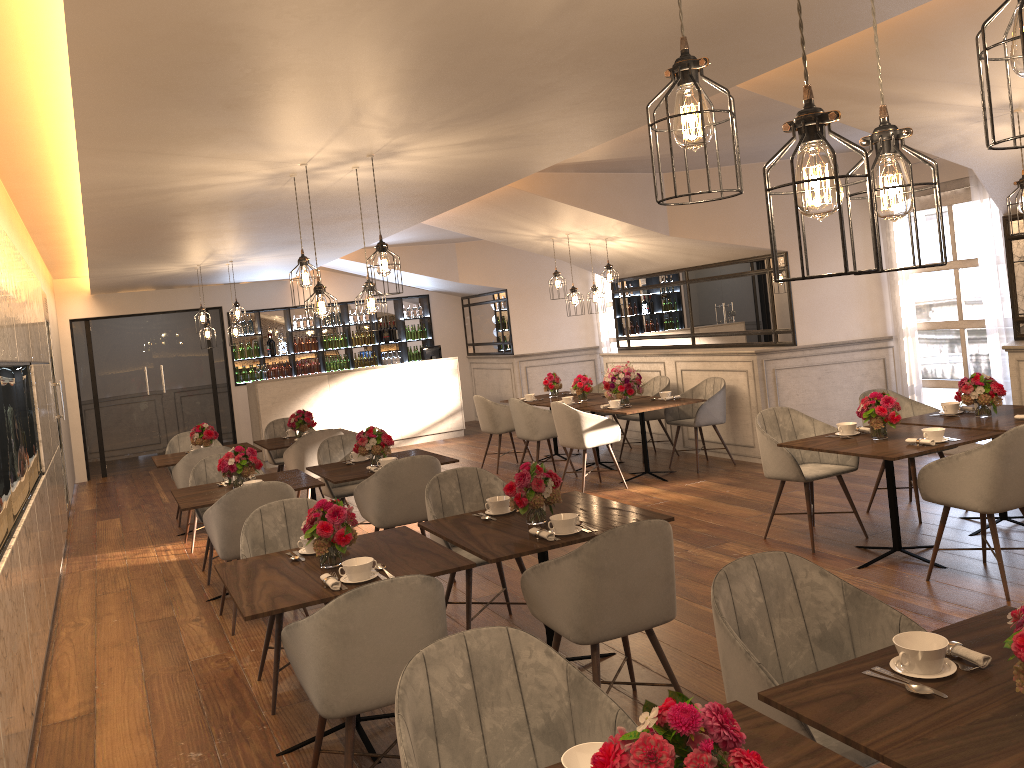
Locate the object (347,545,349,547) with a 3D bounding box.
[{"bbox_3d":[-0.785,0.722,4.039,0.056,0.039,0.175,-8,4,-25],"label":"object"}]

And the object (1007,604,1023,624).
[{"bbox_3d":[1.113,0.503,1.915,0.077,0.052,0.046,-4,3,27],"label":"object"}]

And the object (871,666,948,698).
[{"bbox_3d":[0.934,0.700,2.081,0.022,0.004,0.210,-8,5,-25],"label":"object"}]

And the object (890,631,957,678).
[{"bbox_3d":[0.989,0.655,2.137,0.148,0.072,0.149,-3,5,42],"label":"object"}]

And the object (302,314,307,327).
[{"bbox_3d":[-3.314,-1.008,14.140,0.069,0.208,0.040,-7,1,-25],"label":"object"}]

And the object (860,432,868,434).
[{"bbox_3d":[2.185,0.299,5.592,0.025,0.024,0.192,-7,4,-25],"label":"object"}]

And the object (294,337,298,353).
[{"bbox_3d":[-3.448,-0.618,14.098,0.065,0.261,0.066,-5,1,44],"label":"object"}]

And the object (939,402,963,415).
[{"bbox_3d":[2.958,0.165,5.968,0.148,0.072,0.149,-4,4,32],"label":"object"}]

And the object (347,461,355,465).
[{"bbox_3d":[-1.210,0.593,6.654,0.022,0.004,0.210,-8,5,-25],"label":"object"}]

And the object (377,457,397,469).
[{"bbox_3d":[-0.864,0.557,6.175,0.148,0.072,0.149,-5,4,17],"label":"object"}]

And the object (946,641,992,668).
[{"bbox_3d":[1.093,0.658,2.186,0.056,0.039,0.175,-8,4,-25],"label":"object"}]

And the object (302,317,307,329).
[{"bbox_3d":[-3.311,-0.972,14.141,0.070,0.190,0.041,-7,1,-26],"label":"object"}]

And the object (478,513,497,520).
[{"bbox_3d":[-0.118,0.648,4.324,0.022,0.004,0.210,-8,5,-25],"label":"object"}]

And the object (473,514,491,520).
[{"bbox_3d":[-0.153,0.646,4.316,0.043,0.015,0.197,-8,5,-29],"label":"object"}]

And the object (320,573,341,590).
[{"bbox_3d":[-0.699,0.759,3.406,0.056,0.039,0.175,-8,4,-25],"label":"object"}]

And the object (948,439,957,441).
[{"bbox_3d":[2.461,0.317,5.088,0.022,0.004,0.210,-8,5,-25],"label":"object"}]

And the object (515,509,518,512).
[{"bbox_3d":[0.015,0.617,4.406,0.025,0.024,0.192,-7,4,-25],"label":"object"}]

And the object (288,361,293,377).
[{"bbox_3d":[-3.523,-0.241,14.050,0.065,0.261,0.066,-5,1,44],"label":"object"}]

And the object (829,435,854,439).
[{"bbox_3d":[2.052,0.330,5.510,0.022,0.004,0.210,-8,5,-25],"label":"object"}]

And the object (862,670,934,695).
[{"bbox_3d":[0.899,0.699,2.072,0.043,0.015,0.197,-8,5,-29],"label":"object"}]

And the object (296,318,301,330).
[{"bbox_3d":[-3.401,-0.959,14.098,0.070,0.190,0.041,-7,1,-26],"label":"object"}]

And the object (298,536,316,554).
[{"bbox_3d":[-0.889,0.720,3.990,0.148,0.072,0.149,-3,5,42],"label":"object"}]

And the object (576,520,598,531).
[{"bbox_3d":[0.325,0.625,3.911,0.043,0.015,0.197,-8,5,-29],"label":"object"}]

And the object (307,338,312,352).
[{"bbox_3d":[-3.249,-0.646,14.192,0.065,0.261,0.066,-5,1,44],"label":"object"}]

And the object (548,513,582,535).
[{"bbox_3d":[0.228,0.611,3.845,0.148,0.072,0.149,-3,5,42],"label":"object"}]

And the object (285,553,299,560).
[{"bbox_3d":[-0.979,0.763,3.925,0.043,0.015,0.197,-8,5,-29],"label":"object"}]

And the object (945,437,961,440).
[{"bbox_3d":[2.495,0.307,5.097,0.043,0.015,0.197,-8,5,-29],"label":"object"}]

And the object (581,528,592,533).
[{"bbox_3d":[0.291,0.635,3.903,0.022,0.004,0.210,-8,5,-25],"label":"object"}]

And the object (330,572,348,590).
[{"bbox_3d":[-0.671,0.761,3.430,0.025,0.024,0.192,-7,4,-25],"label":"object"}]

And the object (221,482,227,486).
[{"bbox_3d":[-2.036,0.710,6.263,0.022,0.004,0.210,-8,5,-25],"label":"object"}]

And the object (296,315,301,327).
[{"bbox_3d":[-3.405,-0.995,14.097,0.069,0.208,0.040,-7,1,-25],"label":"object"}]

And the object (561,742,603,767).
[{"bbox_3d":[0.163,0.772,1.746,0.148,0.072,0.149,-3,5,42],"label":"object"}]

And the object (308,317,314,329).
[{"bbox_3d":[-3.220,-0.985,14.184,0.070,0.190,0.041,-7,1,-26],"label":"object"}]

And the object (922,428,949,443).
[{"bbox_3d":[2.398,0.293,5.031,0.148,0.072,0.149,-4,4,32],"label":"object"}]

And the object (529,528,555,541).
[{"bbox_3d":[0.127,0.642,3.797,0.056,0.039,0.175,-8,4,-25],"label":"object"}]

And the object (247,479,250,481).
[{"bbox_3d":[-1.903,0.679,6.345,0.025,0.024,0.192,-7,4,-25],"label":"object"}]

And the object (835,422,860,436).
[{"bbox_3d":[2.108,0.285,5.567,0.148,0.072,0.149,-4,4,32],"label":"object"}]

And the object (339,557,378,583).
[{"bbox_3d":[-0.598,0.728,3.455,0.148,0.072,0.149,-3,5,42],"label":"object"}]

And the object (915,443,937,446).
[{"bbox_3d":[2.325,0.327,5.006,0.025,0.024,0.192,-7,4,-25],"label":"object"}]

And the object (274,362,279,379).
[{"bbox_3d":[-3.721,-0.213,13.956,0.065,0.261,0.066,-5,1,44],"label":"object"}]

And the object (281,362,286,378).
[{"bbox_3d":[-3.622,-0.227,14.003,0.065,0.261,0.066,-5,1,44],"label":"object"}]

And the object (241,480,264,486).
[{"bbox_3d":[-1.690,0.673,5.784,0.148,0.072,0.149,-5,4,17],"label":"object"}]

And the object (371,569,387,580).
[{"bbox_3d":[-0.536,0.752,3.512,0.022,0.004,0.210,-8,5,-25],"label":"object"}]

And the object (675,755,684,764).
[{"bbox_3d":[0.297,0.656,1.550,0.049,0.052,0.077,-7,3,-15],"label":"object"}]

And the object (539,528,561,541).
[{"bbox_3d":[0.155,0.645,3.820,0.025,0.024,0.192,-7,4,-25],"label":"object"}]

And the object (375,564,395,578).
[{"bbox_3d":[-0.509,0.743,3.517,0.043,0.015,0.197,-8,4,-21],"label":"object"}]

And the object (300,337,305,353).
[{"bbox_3d":[-3.348,-0.632,14.145,0.065,0.261,0.066,-5,1,44],"label":"object"}]

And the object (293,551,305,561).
[{"bbox_3d":[-0.944,0.764,3.934,0.022,0.004,0.210,-8,5,-25],"label":"object"}]

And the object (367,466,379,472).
[{"bbox_3d":[-0.964,0.588,6.126,0.056,0.039,0.175,-8,4,-25],"label":"object"}]

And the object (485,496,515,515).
[{"bbox_3d":[-0.063,0.603,4.381,0.148,0.072,0.149,-3,5,42],"label":"object"}]

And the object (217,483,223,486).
[{"bbox_3d":[-2.071,0.709,6.254,0.043,0.015,0.197,-8,5,-29],"label":"object"}]

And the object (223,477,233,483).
[{"bbox_3d":[-1.981,0.665,6.320,0.148,0.072,0.149,-5,4,17],"label":"object"}]

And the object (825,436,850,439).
[{"bbox_3d":[2.024,0.327,5.505,0.043,0.015,0.197,-8,4,-21],"label":"object"}]

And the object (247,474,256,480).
[{"bbox_3d":[-1.877,0.668,6.368,0.056,0.039,0.175,-8,4,-25],"label":"object"}]

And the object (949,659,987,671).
[{"bbox_3d":[1.067,0.669,2.163,0.025,0.024,0.192,-7,4,-25],"label":"object"}]

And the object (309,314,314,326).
[{"bbox_3d":[-3.224,-1.021,14.183,0.069,0.208,0.040,-7,1,-25],"label":"object"}]
